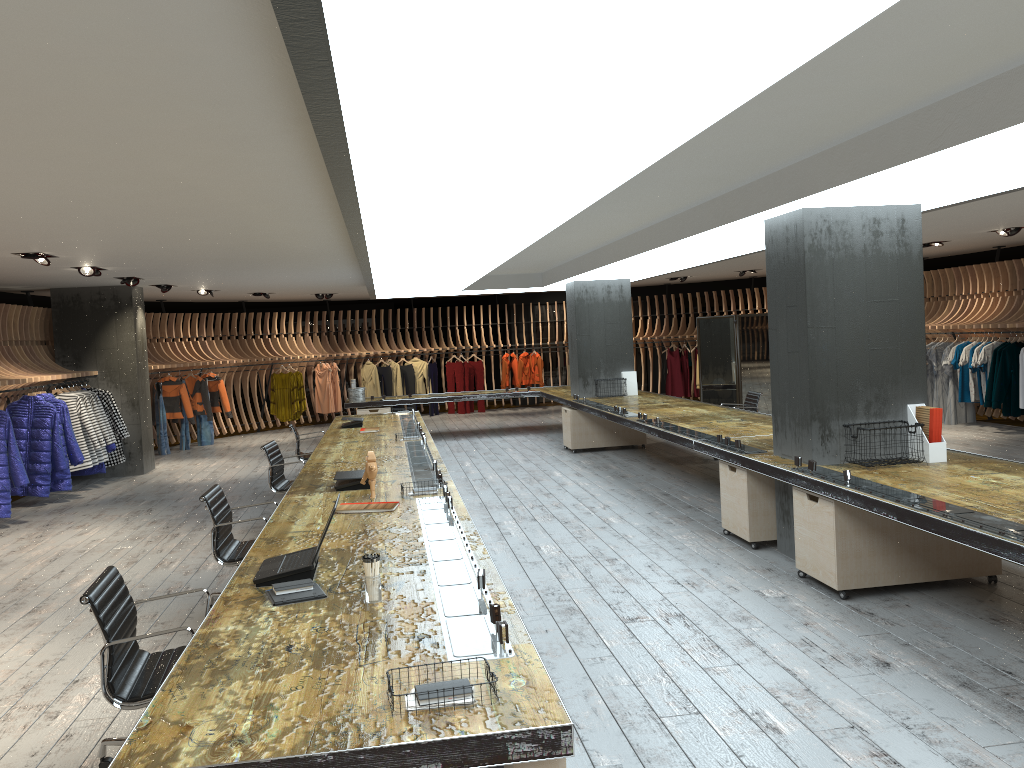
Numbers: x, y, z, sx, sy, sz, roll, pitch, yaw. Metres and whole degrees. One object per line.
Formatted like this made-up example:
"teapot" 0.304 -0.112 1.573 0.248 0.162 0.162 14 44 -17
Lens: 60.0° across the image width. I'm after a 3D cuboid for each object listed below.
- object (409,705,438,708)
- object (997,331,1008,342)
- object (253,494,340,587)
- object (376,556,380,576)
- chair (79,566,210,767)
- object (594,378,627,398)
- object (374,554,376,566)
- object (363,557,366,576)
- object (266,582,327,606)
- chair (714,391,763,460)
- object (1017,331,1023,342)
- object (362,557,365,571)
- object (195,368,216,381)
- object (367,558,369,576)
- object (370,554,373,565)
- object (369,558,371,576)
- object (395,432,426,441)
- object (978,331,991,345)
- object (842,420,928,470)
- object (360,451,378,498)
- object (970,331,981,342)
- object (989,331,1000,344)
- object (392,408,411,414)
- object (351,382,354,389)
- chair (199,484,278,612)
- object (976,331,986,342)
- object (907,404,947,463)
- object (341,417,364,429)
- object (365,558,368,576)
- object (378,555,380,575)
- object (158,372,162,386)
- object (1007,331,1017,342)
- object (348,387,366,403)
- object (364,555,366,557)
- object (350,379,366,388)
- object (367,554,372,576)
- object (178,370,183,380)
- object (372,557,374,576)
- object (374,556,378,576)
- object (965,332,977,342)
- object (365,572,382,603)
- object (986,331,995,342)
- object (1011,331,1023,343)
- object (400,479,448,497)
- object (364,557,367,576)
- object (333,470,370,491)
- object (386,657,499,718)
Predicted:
"object" -0.199 0.883 2.510 0.176 0.004 0.130 -3 3 -3
"object" 7.165 -0.630 12.965 0.524 0.284 0.014 -3 2 2
"object" -0.952 0.689 3.958 0.365 0.316 0.373 -3 3 -8
"object" -0.529 0.757 3.471 0.030 0.170 0.007 -4 2 -14
"chair" -1.395 1.205 3.686 0.668 0.859 0.693 -4 3 -22
"object" 1.495 0.063 13.398 0.459 0.289 0.330 -3 3 -5
"object" -0.537 0.756 3.498 0.007 0.170 0.030 -3 2 -5
"object" -0.568 0.759 3.471 0.007 0.170 0.030 -2 3 29
"object" -0.880 0.853 3.611 0.213 0.019 0.219 -4 3 -23
"chair" 2.928 0.543 11.583 0.668 0.859 0.694 -4 3 -12
"object" 7.240 -0.617 12.577 0.525 0.270 0.012 -3 2 -3
"object" -0.570 0.759 3.475 0.007 0.170 0.030 -1 3 41
"object" -5.812 -0.176 16.581 0.549 0.243 0.023 -5 3 -32
"object" -0.558 0.759 3.460 0.007 0.170 0.030 -3 2 -12
"object" -0.546 0.757 3.501 0.007 0.170 0.030 -4 3 -31
"object" -0.553 0.759 3.459 0.007 0.170 0.030 -4 2 -24
"object" -1.036 0.539 9.046 0.302 0.071 0.209 -4 3 -13
"object" 7.149 -0.652 13.357 0.523 0.290 0.013 -4 2 -13
"object" 2.548 0.414 6.073 0.459 0.289 0.330 -4 3 -10
"object" -0.906 0.594 5.779 0.097 0.300 0.320 -4 3 -24
"object" 7.071 -0.657 13.542 0.523 0.288 0.015 -3 2 2
"object" 7.156 -0.649 13.137 0.525 0.270 0.012 -4 3 -23
"object" -1.524 0.380 12.388 0.302 0.074 0.217 -4 3 -14
"object" -2.758 0.028 15.305 0.062 0.109 0.062 -5 3 -42
"chair" -1.679 1.101 5.834 0.668 0.859 0.693 -4 3 -17
"object" 7.113 -0.660 13.440 0.525 0.270 0.012 -3 2 -3
"object" 2.889 0.339 6.177 0.129 0.382 0.240 -3 2 -8
"object" -1.939 0.464 10.789 0.261 0.111 0.373 -3 3 -8
"object" -0.562 0.759 3.463 0.007 0.170 0.030 -3 2 3
"object" -0.527 0.757 3.481 0.030 0.170 0.007 -5 3 -41
"object" -6.133 -0.095 15.428 0.023 0.243 0.549 -4 3 -26
"object" 7.212 -0.627 12.784 0.525 0.270 0.012 -3 2 -8
"object" -2.704 0.190 15.460 0.303 0.239 0.498 -3 3 -7
"object" -0.565 0.758 3.494 0.030 0.170 0.007 -3 2 5
"object" -2.668 0.012 15.404 0.262 0.204 0.088 -3 2 -10
"object" -0.556 0.757 3.500 0.030 0.170 0.007 -2 3 32
"object" -5.995 -0.135 16.017 0.023 0.243 0.549 -3 3 -11
"object" -0.544 0.759 3.459 0.030 0.170 0.007 -1 3 39
"object" -0.535 0.758 3.463 0.030 0.170 0.007 -2 2 12
"object" 7.089 -0.672 13.680 0.525 0.270 0.012 -2 2 17
"object" -0.545 0.803 3.482 0.061 0.111 0.062 -2 3 26
"object" 7.154 -0.645 13.252 0.524 0.285 0.013 -4 2 -13
"object" 7.236 -0.624 12.705 0.525 0.270 0.012 -3 2 -8
"object" -0.580 0.693 5.860 0.302 0.074 0.217 -4 3 -14
"object" -0.566 0.759 3.466 0.007 0.170 0.030 -2 2 15
"object" -1.122 0.682 6.294 0.262 0.088 0.373 -3 3 -8
"object" -0.198 0.858 2.509 0.302 0.074 0.217 -4 3 -14
